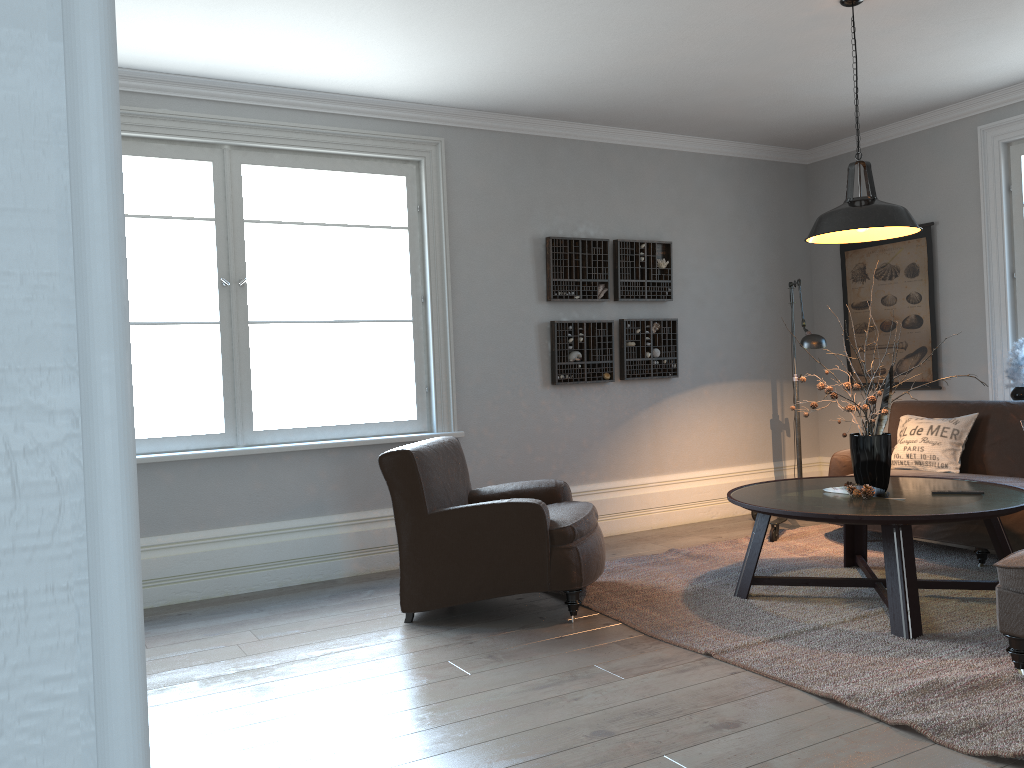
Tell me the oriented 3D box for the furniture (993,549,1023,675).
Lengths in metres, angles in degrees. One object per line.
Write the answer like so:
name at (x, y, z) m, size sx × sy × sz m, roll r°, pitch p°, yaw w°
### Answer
furniture at (2.007, 0.757, 2.918) m, size 0.574 × 0.440 × 0.583 m, roll -3°, pitch 0°, yaw -29°

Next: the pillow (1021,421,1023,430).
pillow at (2.849, 0.359, 4.558) m, size 0.159 × 0.347 × 0.472 m, roll -3°, pitch 0°, yaw -32°

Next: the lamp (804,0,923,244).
lamp at (1.573, -1.213, 4.043) m, size 0.504 × 1.076 × 0.504 m, roll -3°, pitch 0°, yaw 18°

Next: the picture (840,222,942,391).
picture at (2.685, -0.611, 6.344) m, size 0.057 × 1.313 × 0.793 m, roll -3°, pitch 0°, yaw -29°

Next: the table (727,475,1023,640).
table at (1.661, 0.747, 4.053) m, size 1.300 × 0.503 × 1.299 m, roll -3°, pitch 1°, yaw -36°

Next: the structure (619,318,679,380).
structure at (0.949, -0.243, 6.115) m, size 0.468 × 0.416 × 0.086 m, roll -3°, pitch 0°, yaw -29°

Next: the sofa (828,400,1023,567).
sofa at (2.728, 0.520, 4.647) m, size 0.969 × 0.824 × 2.165 m, roll -3°, pitch 1°, yaw -29°

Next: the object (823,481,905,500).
object at (1.577, 0.475, 3.994) m, size 0.153 × 0.067 × 0.404 m, roll -3°, pitch 1°, yaw -12°

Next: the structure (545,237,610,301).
structure at (0.433, -0.752, 5.854) m, size 0.468 × 0.416 × 0.099 m, roll -3°, pitch 0°, yaw -29°

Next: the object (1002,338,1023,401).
object at (3.141, -0.083, 5.464) m, size 0.247 × 0.424 × 0.263 m, roll -3°, pitch 0°, yaw 6°

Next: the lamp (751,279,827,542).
lamp at (2.012, 0.139, 5.963) m, size 0.797 × 1.644 × 1.864 m, roll -3°, pitch 0°, yaw 8°

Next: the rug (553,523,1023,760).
rug at (1.716, 0.939, 4.046) m, size 2.400 × 0.090 × 2.818 m, roll -3°, pitch 1°, yaw -29°

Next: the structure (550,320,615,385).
structure at (0.470, -0.211, 5.846) m, size 0.468 × 0.416 × 0.086 m, roll -3°, pitch 0°, yaw -29°

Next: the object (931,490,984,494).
object at (1.974, 0.479, 3.930) m, size 0.207 × 0.011 × 0.051 m, roll -2°, pitch 1°, yaw 21°

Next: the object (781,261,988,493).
object at (1.621, -0.032, 3.927) m, size 0.853 × 1.066 × 0.525 m, roll -2°, pitch 0°, yaw 32°

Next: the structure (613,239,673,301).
structure at (0.912, -0.778, 6.095) m, size 0.468 × 0.416 × 0.105 m, roll -3°, pitch 0°, yaw -29°

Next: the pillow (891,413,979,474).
pillow at (2.489, 0.357, 5.282) m, size 0.240 × 0.368 × 0.519 m, roll -3°, pitch 0°, yaw -29°

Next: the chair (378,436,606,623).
chair at (-0.046, 0.664, 4.299) m, size 0.970 × 0.795 × 0.807 m, roll -3°, pitch 0°, yaw 12°
